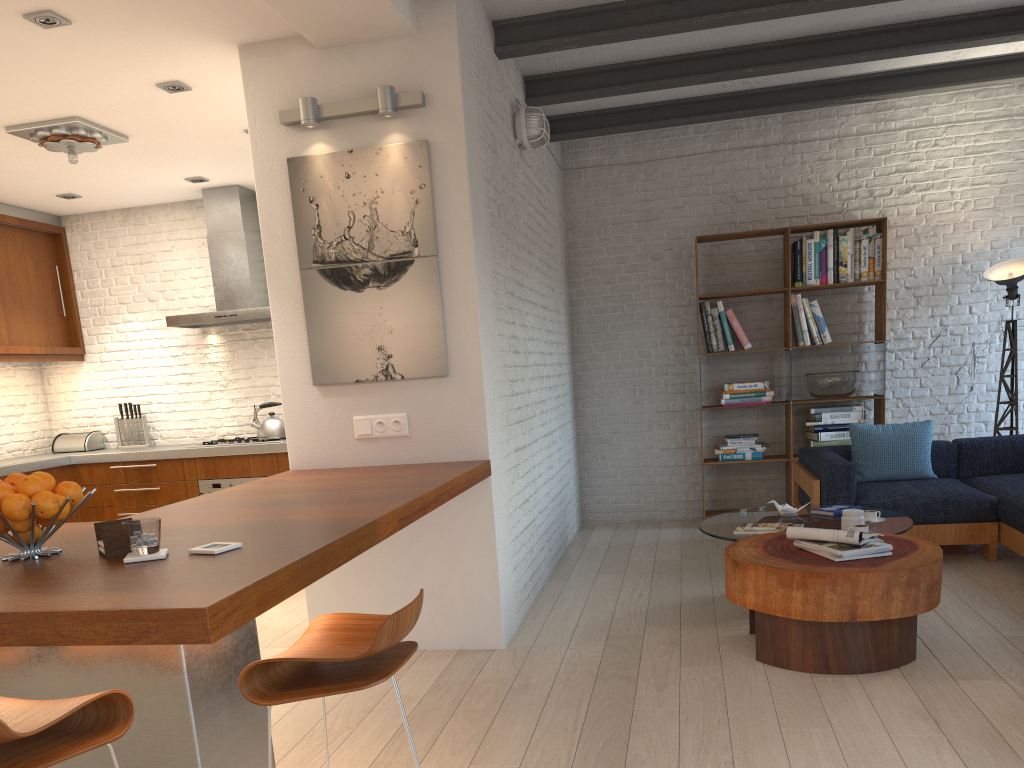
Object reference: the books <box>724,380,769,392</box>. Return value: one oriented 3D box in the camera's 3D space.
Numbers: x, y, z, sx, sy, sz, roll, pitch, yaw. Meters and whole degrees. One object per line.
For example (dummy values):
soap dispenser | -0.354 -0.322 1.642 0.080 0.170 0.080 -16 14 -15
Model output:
books | 1.806 0.015 6.726 0.327 0.057 0.249 -4 1 14

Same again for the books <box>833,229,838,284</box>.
books | 2.365 -0.924 6.426 0.036 0.393 0.237 -2 8 11

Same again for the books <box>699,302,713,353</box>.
books | 1.487 -0.429 6.695 0.091 0.394 0.237 -2 8 11

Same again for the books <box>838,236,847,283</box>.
books | 2.410 -0.900 6.407 0.056 0.337 0.248 -2 8 11

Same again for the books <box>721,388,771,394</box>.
books | 1.801 0.054 6.737 0.356 0.021 0.266 -4 1 10

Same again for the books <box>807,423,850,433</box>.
books | 2.441 0.325 6.644 0.327 0.057 0.249 -4 1 6

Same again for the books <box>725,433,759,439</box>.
books | 1.790 0.403 6.810 0.252 0.017 0.159 -4 1 11

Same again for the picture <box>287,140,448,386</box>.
picture | -0.649 -0.524 3.940 0.656 1.041 0.019 -3 11 11

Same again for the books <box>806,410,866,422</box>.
books | 2.466 0.241 6.652 0.380 0.066 0.239 -4 2 6

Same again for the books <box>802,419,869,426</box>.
books | 2.457 0.285 6.645 0.445 0.021 0.266 -4 1 11

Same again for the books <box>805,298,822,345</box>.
books | 2.248 -0.464 6.552 0.125 0.357 0.265 -2 8 11

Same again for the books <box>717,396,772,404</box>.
books | 1.795 0.121 6.739 0.380 0.037 0.239 -4 1 7

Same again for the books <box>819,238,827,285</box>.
books | 2.287 -0.891 6.458 0.056 0.337 0.248 -2 8 11

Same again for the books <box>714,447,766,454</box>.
books | 1.781 0.511 6.834 0.380 0.037 0.239 -4 1 11

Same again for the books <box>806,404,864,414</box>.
books | 2.457 0.190 6.639 0.380 0.037 0.239 -4 1 11

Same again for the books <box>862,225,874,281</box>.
books | 2.606 -0.942 6.377 0.036 0.393 0.237 -2 8 11

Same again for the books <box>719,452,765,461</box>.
books | 1.803 0.557 6.831 0.327 0.057 0.249 -4 1 21

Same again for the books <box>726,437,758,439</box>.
books | 1.791 0.416 6.826 0.243 0.008 0.153 -4 1 11

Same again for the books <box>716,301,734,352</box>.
books | 1.627 -0.438 6.662 0.121 0.390 0.237 -2 8 11

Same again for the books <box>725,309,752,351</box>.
books | 1.725 -0.414 6.672 0.195 0.326 0.248 -2 7 11

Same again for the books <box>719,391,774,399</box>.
books | 1.802 0.083 6.723 0.380 0.037 0.239 -4 1 5

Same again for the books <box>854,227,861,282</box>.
books | 2.513 -0.935 6.396 0.036 0.393 0.237 -2 8 11

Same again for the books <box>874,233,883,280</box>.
books | 2.659 -0.918 6.388 0.056 0.337 0.248 -2 8 11

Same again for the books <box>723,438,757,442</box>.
books | 1.787 0.430 6.837 0.236 0.019 0.167 -4 1 5

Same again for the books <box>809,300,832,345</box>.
books | 2.293 -0.458 6.531 0.158 0.337 0.248 -2 8 11

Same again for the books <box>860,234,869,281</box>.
books | 2.560 -0.910 6.386 0.056 0.337 0.248 -2 8 11

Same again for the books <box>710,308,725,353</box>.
books | 1.581 -0.411 6.708 0.102 0.342 0.248 -2 8 11

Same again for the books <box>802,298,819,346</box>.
books | 2.225 -0.462 6.548 0.125 0.357 0.265 -2 8 11

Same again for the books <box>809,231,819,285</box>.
books | 2.236 -0.915 6.448 0.036 0.393 0.237 -2 8 11

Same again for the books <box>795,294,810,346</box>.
books | 2.170 -0.475 6.546 0.104 0.393 0.237 -2 8 11

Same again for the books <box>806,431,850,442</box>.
books | 2.475 0.384 6.661 0.379 0.066 0.239 -4 2 -2

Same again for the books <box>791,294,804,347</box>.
books | 2.137 -0.474 6.576 0.101 0.393 0.237 -2 8 11

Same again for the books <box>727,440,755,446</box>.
books | 1.793 0.456 6.834 0.206 0.034 0.129 -4 2 11

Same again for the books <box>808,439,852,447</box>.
books | 2.471 0.445 6.690 0.363 0.057 0.276 -4 1 14

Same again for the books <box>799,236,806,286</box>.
books | 2.156 -0.896 6.480 0.021 0.368 0.264 -2 8 11

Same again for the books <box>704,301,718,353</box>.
books | 1.525 -0.433 6.695 0.091 0.394 0.237 -2 8 11

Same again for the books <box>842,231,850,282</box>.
books | 2.450 -0.917 6.411 0.021 0.368 0.264 -2 8 11

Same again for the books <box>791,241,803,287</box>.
books | 2.119 -0.879 6.492 0.056 0.337 0.248 -2 8 11

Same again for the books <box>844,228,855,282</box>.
books | 2.480 -0.933 6.416 0.036 0.393 0.237 -2 8 11

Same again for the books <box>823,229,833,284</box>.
books | 2.327 -0.922 6.423 0.036 0.393 0.237 -2 8 11

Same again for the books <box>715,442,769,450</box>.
books | 1.792 0.483 6.816 0.380 0.019 0.239 -4 1 4

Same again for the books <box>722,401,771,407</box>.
books | 1.807 0.149 6.749 0.356 0.021 0.266 -4 1 11

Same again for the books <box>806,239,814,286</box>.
books | 2.191 -0.884 6.459 0.056 0.337 0.248 -2 8 11
